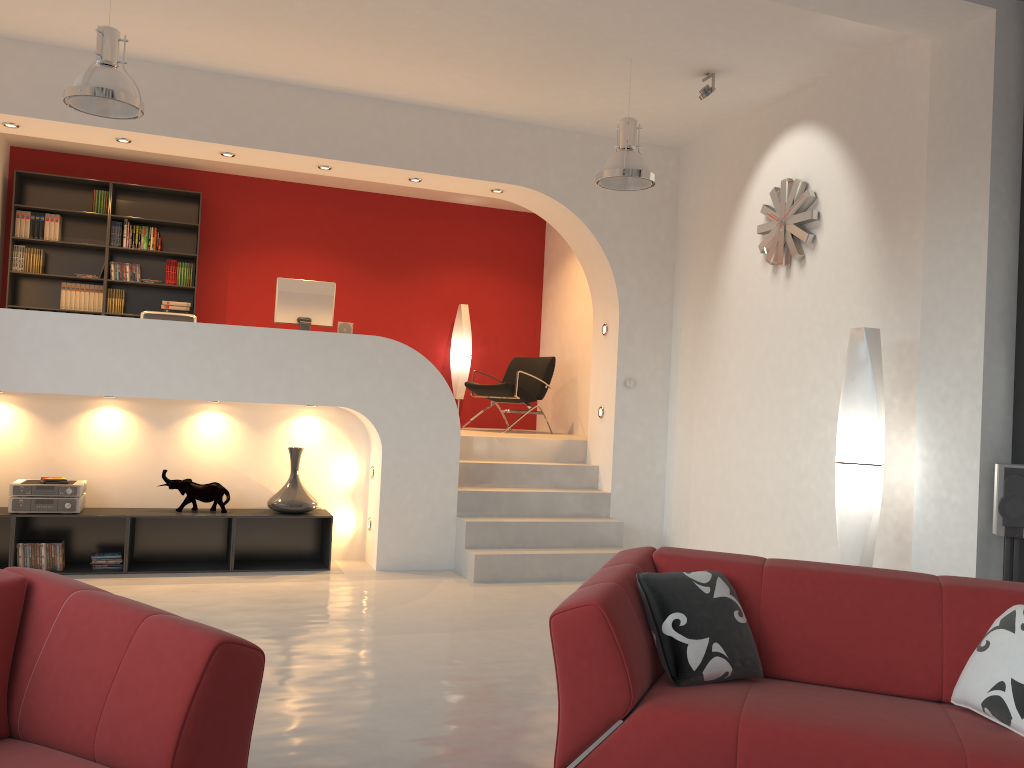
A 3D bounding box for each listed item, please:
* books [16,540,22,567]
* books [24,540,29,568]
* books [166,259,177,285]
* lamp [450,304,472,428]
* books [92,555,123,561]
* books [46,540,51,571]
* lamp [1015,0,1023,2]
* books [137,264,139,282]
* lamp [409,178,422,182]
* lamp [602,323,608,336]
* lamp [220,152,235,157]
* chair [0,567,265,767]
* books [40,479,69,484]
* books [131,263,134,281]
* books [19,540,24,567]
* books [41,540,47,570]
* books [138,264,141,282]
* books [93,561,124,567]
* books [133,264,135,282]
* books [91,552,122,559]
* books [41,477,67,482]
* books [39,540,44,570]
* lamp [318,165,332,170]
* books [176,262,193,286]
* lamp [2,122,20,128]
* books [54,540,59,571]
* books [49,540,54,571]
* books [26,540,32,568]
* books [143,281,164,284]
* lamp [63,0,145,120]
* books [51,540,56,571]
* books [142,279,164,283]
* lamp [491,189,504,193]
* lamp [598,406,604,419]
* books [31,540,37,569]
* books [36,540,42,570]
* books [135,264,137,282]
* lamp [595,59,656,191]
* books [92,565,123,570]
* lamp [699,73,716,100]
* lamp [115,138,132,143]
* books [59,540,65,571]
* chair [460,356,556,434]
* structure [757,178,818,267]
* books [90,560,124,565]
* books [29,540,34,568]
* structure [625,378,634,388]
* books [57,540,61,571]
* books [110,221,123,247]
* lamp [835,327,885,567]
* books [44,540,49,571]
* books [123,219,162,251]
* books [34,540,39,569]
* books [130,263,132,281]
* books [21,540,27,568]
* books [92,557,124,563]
[{"bbox_3d":[-3.287,1.147,5.921,0.031,0.190,0.135,3,-1,-20],"label":"books"},{"bbox_3d":[-3.245,1.149,5.936,0.031,0.190,0.135,3,-1,-20],"label":"books"},{"bbox_3d":[-3.379,-1.091,8.795,0.090,0.256,0.181,3,-1,-20],"label":"books"},{"bbox_3d":[-0.565,-0.196,9.712,0.237,1.349,0.237,3,-1,-12],"label":"lamp"},{"bbox_3d":[-2.800,1.203,6.142,0.190,0.015,0.135,3,-1,-20],"label":"books"},{"bbox_3d":[-3.118,1.156,5.982,0.031,0.190,0.135,3,-1,-20],"label":"books"},{"bbox_3d":[1.755,-1.683,2.792,0.379,0.800,0.379,4,-2,-27],"label":"lamp"},{"bbox_3d":[-3.668,-1.075,8.699,0.031,0.190,0.135,3,-1,-20],"label":"books"},{"bbox_3d":[-0.758,-1.595,6.942,0.105,0.011,0.105,4,-2,-31],"label":"lamp"},{"bbox_3d":[0.783,-0.459,7.490,0.011,0.105,0.105,3,-1,-20],"label":"lamp"},{"bbox_3d":[-2.073,-1.671,6.468,0.105,0.011,0.105,4,-2,-31],"label":"lamp"},{"bbox_3d":[-1.300,0.887,1.966,0.951,0.738,1.288,2,-2,30],"label":"chair"},{"bbox_3d":[-3.115,0.664,6.034,0.135,0.015,0.190,4,-2,-40],"label":"books"},{"bbox_3d":[-3.711,-1.077,8.684,0.031,0.190,0.135,3,-1,-20],"label":"books"},{"bbox_3d":[-3.273,1.147,5.926,0.031,0.190,0.135,3,-1,-20],"label":"books"},{"bbox_3d":[-3.146,1.155,5.971,0.031,0.190,0.135,3,-1,-20],"label":"books"},{"bbox_3d":[-3.654,-1.074,8.704,0.031,0.190,0.135,3,-1,-20],"label":"books"},{"bbox_3d":[-2.797,1.249,6.150,0.190,0.015,0.135,3,-1,-20],"label":"books"},{"bbox_3d":[-3.697,-1.076,8.689,0.031,0.190,0.135,3,-1,-20],"label":"books"},{"bbox_3d":[-2.811,1.188,6.146,0.190,0.015,0.135,3,-2,-25],"label":"books"},{"bbox_3d":[-3.120,0.649,6.042,0.135,0.015,0.190,4,-2,-35],"label":"books"},{"bbox_3d":[-3.161,1.154,5.966,0.031,0.190,0.135,3,-1,-20],"label":"books"},{"bbox_3d":[-1.415,-1.633,6.705,0.105,0.011,0.105,4,-2,-31],"label":"lamp"},{"bbox_3d":[-3.266,-1.077,8.835,0.146,0.240,0.170,3,-1,-20],"label":"books"},{"bbox_3d":[-3.388,-1.747,5.994,0.105,0.011,0.105,3,-1,-16],"label":"lamp"},{"bbox_3d":[-3.076,1.159,5.997,0.031,0.190,0.135,3,-1,-20],"label":"books"},{"bbox_3d":[-3.104,1.157,5.987,0.031,0.190,0.135,3,-1,-20],"label":"books"},{"bbox_3d":[-3.231,1.150,5.941,0.031,0.190,0.135,3,-1,-20],"label":"books"},{"bbox_3d":[-3.533,-0.994,8.748,0.190,0.015,0.135,3,-1,-20],"label":"books"},{"bbox_3d":[-2.089,-1.828,4.595,0.379,0.800,0.379,2,-2,41],"label":"lamp"},{"bbox_3d":[-3.090,1.158,5.992,0.031,0.190,0.135,3,-1,-20],"label":"books"},{"bbox_3d":[-3.541,-1.010,8.745,0.190,0.015,0.135,3,-1,-15],"label":"books"},{"bbox_3d":[-0.118,-1.558,7.172,0.105,0.011,0.105,4,-2,-31],"label":"lamp"},{"bbox_3d":[0.748,0.239,7.473,0.011,0.105,0.105,3,-1,-20],"label":"lamp"},{"bbox_3d":[-3.203,1.151,5.951,0.031,0.190,0.135,3,-1,-20],"label":"books"},{"bbox_3d":[-3.175,1.153,5.961,0.031,0.190,0.135,3,-1,-20],"label":"books"},{"bbox_3d":[-3.682,-1.076,8.694,0.031,0.190,0.135,3,-1,-20],"label":"books"},{"bbox_3d":[0.737,-1.664,5.614,0.379,0.800,0.379,2,-2,41],"label":"lamp"},{"bbox_3d":[-2.804,1.264,6.148,0.190,0.015,0.135,3,-2,-25],"label":"books"},{"bbox_3d":[1.278,-1.941,5.799,0.112,0.176,0.118,2,-1,23],"label":"lamp"},{"bbox_3d":[-2.730,-1.709,6.231,0.105,0.011,0.105,4,-2,-31],"label":"lamp"},{"bbox_3d":[-3.048,1.160,6.007,0.031,0.190,0.135,3,-1,-20],"label":"books"},{"bbox_3d":[-0.032,0.090,9.071,0.768,0.795,0.664,4,-2,-45],"label":"chair"},{"bbox_3d":[1.846,-1.091,6.000,0.090,0.596,0.596,3,-1,-20],"label":"structure"},{"bbox_3d":[-2.806,1.233,6.147,0.190,0.015,0.135,3,-1,-15],"label":"books"},{"bbox_3d":[-3.217,1.151,5.946,0.031,0.190,0.135,3,-1,-20],"label":"books"},{"bbox_3d":[0.966,-0.006,7.279,0.080,0.080,0.016,3,-1,-20],"label":"structure"},{"bbox_3d":[-3.062,1.160,6.002,0.031,0.190,0.135,3,-1,-20],"label":"books"},{"bbox_3d":[-3.846,-1.435,8.629,0.090,0.256,0.181,3,-1,-20],"label":"books"},{"bbox_3d":[1.864,0.589,4.768,0.313,1.779,0.313,3,-1,-12],"label":"lamp"},{"bbox_3d":[-3.132,1.156,5.977,0.031,0.190,0.135,3,-1,-20],"label":"books"},{"bbox_3d":[-3.615,-1.437,8.688,0.341,0.286,0.231,3,-1,-20],"label":"books"},{"bbox_3d":[-3.189,1.152,5.956,0.031,0.190,0.135,3,-1,-20],"label":"books"},{"bbox_3d":[-3.725,-1.078,8.679,0.031,0.190,0.135,3,-1,-20],"label":"books"},{"bbox_3d":[-3.259,1.148,5.931,0.031,0.190,0.135,3,-1,-20],"label":"books"},{"bbox_3d":[-2.800,1.219,6.150,0.190,0.015,0.135,3,-1,-20],"label":"books"}]
